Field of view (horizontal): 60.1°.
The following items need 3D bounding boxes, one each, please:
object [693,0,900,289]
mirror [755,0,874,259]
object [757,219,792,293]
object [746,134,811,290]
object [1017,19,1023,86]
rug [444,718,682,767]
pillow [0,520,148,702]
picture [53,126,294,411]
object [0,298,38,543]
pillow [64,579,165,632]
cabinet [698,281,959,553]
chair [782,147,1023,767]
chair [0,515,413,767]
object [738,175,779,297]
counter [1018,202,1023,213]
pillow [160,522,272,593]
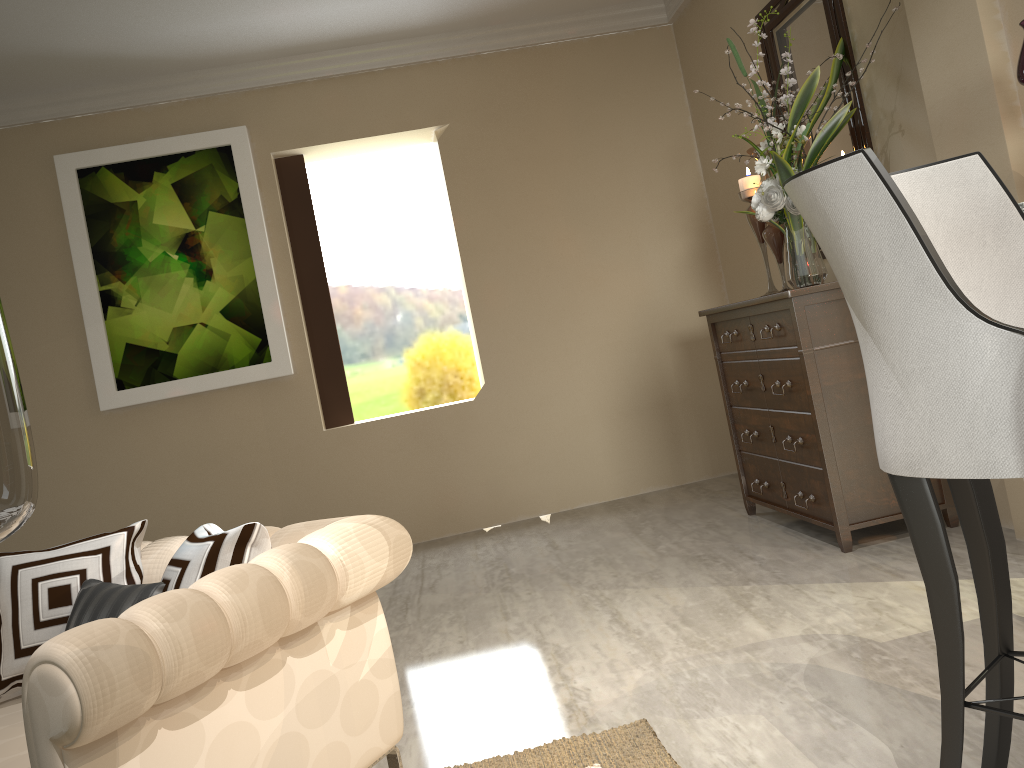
[{"bbox_3d":[0.936,-0.741,2.830,0.605,0.853,0.561,-11,0,6],"label":"object"},{"bbox_3d":[1.101,-0.957,3.172,0.035,0.995,0.599,-11,-1,-7],"label":"mirror"},{"bbox_3d":[0.985,-0.521,3.299,0.103,0.374,0.102,-11,-1,-16],"label":"object"},{"bbox_3d":[0.992,-0.593,3.121,0.222,0.523,0.221,-11,-1,-12],"label":"object"},{"bbox_3d":[1.158,-0.579,1.816,0.181,0.381,0.181,-11,-1,-2],"label":"object"},{"bbox_3d":[-0.860,0.944,0.126,2.674,0.022,2.967,-11,2,-7],"label":"rug"},{"bbox_3d":[-0.805,0.410,1.625,0.284,0.251,0.184,-11,0,-14],"label":"pillow"},{"bbox_3d":[-1.549,-0.540,4.078,0.864,1.181,0.060,-11,-1,-7],"label":"picture"},{"bbox_3d":[-0.451,0.190,0.611,0.251,0.684,0.250,-11,-1,-2],"label":"object"},{"bbox_3d":[-0.671,0.427,1.480,0.250,0.187,0.129,-11,0,30],"label":"pillow"},{"bbox_3d":[1.063,0.076,3.079,0.428,0.813,0.823,-11,0,-7],"label":"cabinet"},{"bbox_3d":[0.702,0.143,1.113,0.460,0.952,0.538,-10,-1,-42],"label":"chair"},{"bbox_3d":[-0.655,0.588,1.462,0.846,0.553,0.713,-11,1,28],"label":"chair"},{"bbox_3d":[0.961,-0.574,3.420,0.103,0.471,0.102,-11,-1,-16],"label":"object"},{"bbox_3d":[1.252,-0.360,0.707,0.379,0.021,2.335,-11,2,-7],"label":"counter"},{"bbox_3d":[-0.508,0.375,1.496,0.198,0.269,0.298,-11,0,-37],"label":"pillow"}]
